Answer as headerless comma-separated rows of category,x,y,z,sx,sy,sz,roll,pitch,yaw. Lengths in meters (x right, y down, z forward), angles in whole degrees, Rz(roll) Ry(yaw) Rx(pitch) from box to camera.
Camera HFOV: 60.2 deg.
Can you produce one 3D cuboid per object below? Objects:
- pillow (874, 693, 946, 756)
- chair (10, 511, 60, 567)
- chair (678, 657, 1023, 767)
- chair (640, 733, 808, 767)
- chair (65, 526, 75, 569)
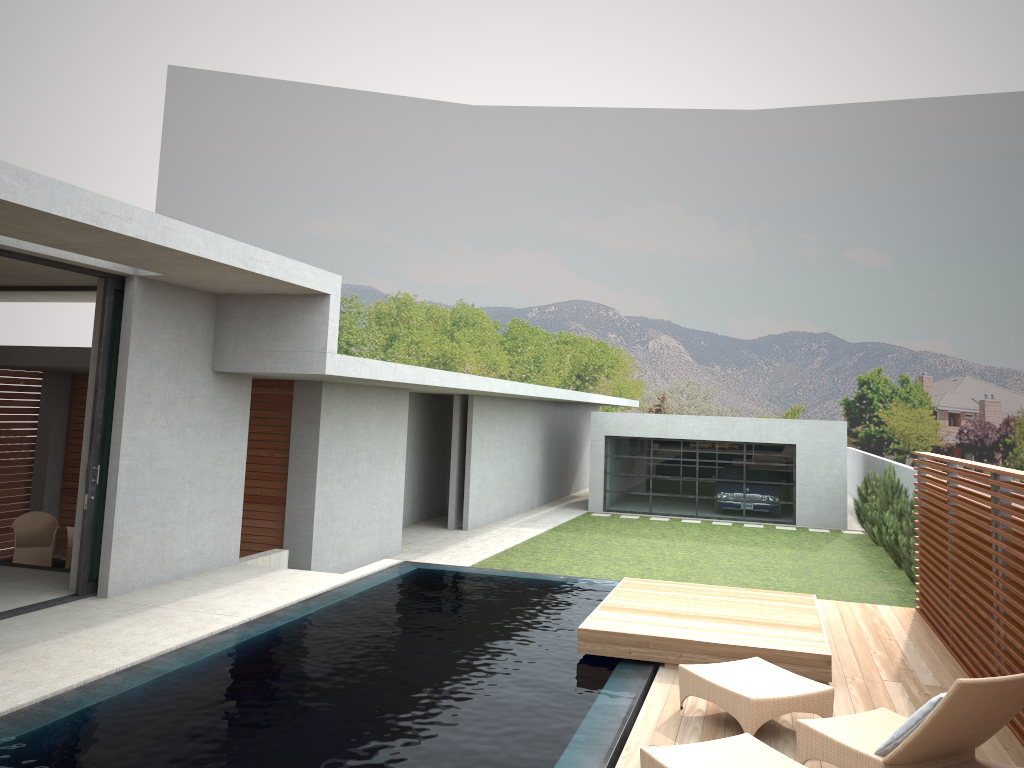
pillow,2.301,1.782,4.669,0.607,0.431,0.425,4,-4,-26
chair,-6.786,2.277,12.531,0.615,0.871,0.627,5,-6,-29
chair,1.971,1.860,5.351,0.698,0.834,2.285,4,-3,-25
chair,1.458,1.793,3.762,0.698,0.834,2.284,4,-3,-24
chair,-5.876,2.310,12.439,0.626,0.871,0.616,7,-7,-44
